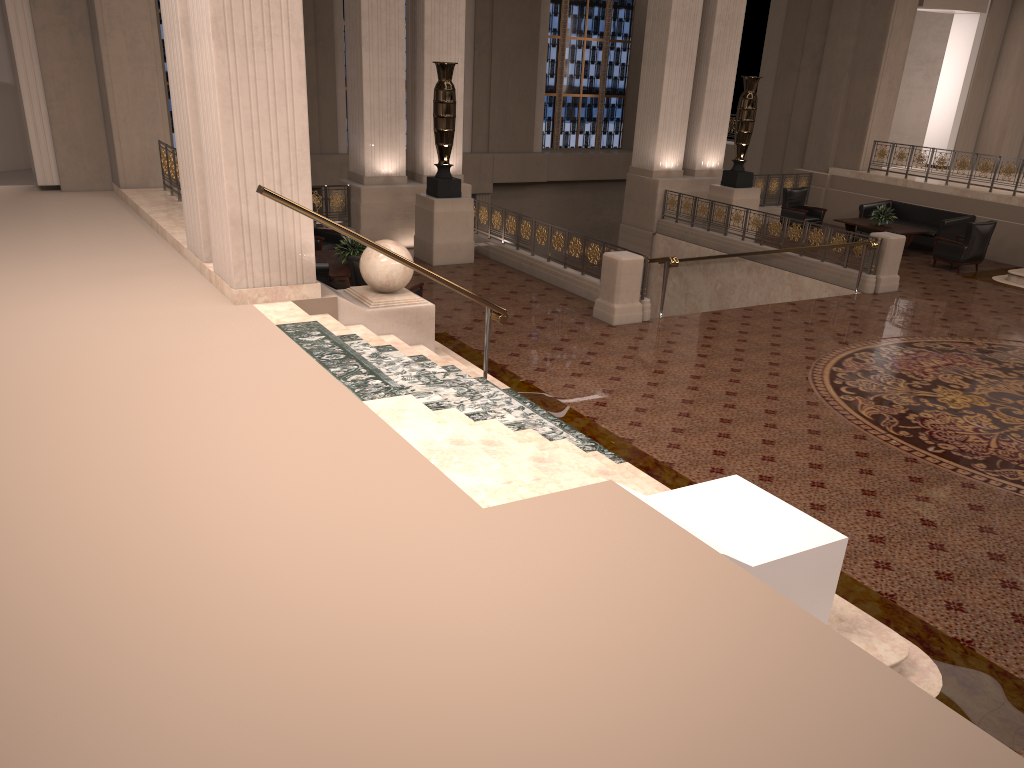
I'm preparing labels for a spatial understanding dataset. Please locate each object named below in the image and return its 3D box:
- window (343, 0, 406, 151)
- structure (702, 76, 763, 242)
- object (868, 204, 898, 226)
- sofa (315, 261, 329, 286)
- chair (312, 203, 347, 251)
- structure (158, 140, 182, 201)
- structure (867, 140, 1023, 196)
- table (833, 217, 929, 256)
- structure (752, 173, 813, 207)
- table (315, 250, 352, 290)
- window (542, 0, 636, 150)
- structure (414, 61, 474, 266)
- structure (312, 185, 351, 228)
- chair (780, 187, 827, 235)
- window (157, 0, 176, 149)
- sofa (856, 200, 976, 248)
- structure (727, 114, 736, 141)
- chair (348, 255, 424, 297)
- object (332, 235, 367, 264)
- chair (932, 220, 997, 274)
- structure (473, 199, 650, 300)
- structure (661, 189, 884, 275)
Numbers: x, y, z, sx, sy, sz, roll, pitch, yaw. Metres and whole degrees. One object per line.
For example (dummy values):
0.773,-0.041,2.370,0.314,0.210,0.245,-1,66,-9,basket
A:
-2.673,-8.242,20.317,2.960,5.600,0.067,-10,28,-27,window
4.116,-4.037,15.957,0.693,2.914,0.676,-11,28,-28,structure
6.787,-3.103,16.123,0.502,0.393,0.503,3,22,1,object
-2.984,-1.382,10.947,0.867,0.739,1.859,-10,25,-29,sofa
-2.841,-2.119,12.739,0.711,0.882,0.626,13,25,22,chair
-3.670,-2.289,10.155,0.031,0.653,3.573,-12,25,-29,structure
8.292,-4.089,16.669,0.031,0.653,3.573,-12,25,-29,structure
6.773,-2.723,16.319,0.831,0.455,1.427,-10,24,-29,table
5.328,-4.044,18.421,2.513,0.684,0.031,-9,27,-28,structure
-2.195,-1.373,11.435,0.831,0.455,1.427,-10,24,-29,table
1.884,-8.928,22.799,2.960,5.600,0.067,-10,28,-27,window
-1.002,-3.267,13.170,0.693,2.914,0.676,-11,28,-28,structure
-3.688,-2.687,13.512,2.513,0.684,0.031,-9,27,-28,structure
5.733,-3.411,17.411,0.639,0.882,0.696,-13,28,-33,chair
-7.079,-7.579,17.919,2.960,5.600,0.067,-10,28,-27,window
7.571,-2.970,16.695,0.867,0.739,1.859,-10,25,-29,sofa
5.174,-6.281,21.611,0.031,0.698,2.084,-12,26,-29,structure
-1.436,-1.053,10.093,0.644,0.882,0.691,11,24,17,chair
-2.031,-1.736,11.216,0.502,0.393,0.503,3,22,1,object
7.592,-2.352,14.850,0.641,0.882,0.693,-11,27,-29,chair
0.455,-2.082,12.814,0.078,0.562,4.773,-12,25,-29,structure
4.108,-2.632,14.803,0.078,0.562,4.776,-12,25,-30,structure
